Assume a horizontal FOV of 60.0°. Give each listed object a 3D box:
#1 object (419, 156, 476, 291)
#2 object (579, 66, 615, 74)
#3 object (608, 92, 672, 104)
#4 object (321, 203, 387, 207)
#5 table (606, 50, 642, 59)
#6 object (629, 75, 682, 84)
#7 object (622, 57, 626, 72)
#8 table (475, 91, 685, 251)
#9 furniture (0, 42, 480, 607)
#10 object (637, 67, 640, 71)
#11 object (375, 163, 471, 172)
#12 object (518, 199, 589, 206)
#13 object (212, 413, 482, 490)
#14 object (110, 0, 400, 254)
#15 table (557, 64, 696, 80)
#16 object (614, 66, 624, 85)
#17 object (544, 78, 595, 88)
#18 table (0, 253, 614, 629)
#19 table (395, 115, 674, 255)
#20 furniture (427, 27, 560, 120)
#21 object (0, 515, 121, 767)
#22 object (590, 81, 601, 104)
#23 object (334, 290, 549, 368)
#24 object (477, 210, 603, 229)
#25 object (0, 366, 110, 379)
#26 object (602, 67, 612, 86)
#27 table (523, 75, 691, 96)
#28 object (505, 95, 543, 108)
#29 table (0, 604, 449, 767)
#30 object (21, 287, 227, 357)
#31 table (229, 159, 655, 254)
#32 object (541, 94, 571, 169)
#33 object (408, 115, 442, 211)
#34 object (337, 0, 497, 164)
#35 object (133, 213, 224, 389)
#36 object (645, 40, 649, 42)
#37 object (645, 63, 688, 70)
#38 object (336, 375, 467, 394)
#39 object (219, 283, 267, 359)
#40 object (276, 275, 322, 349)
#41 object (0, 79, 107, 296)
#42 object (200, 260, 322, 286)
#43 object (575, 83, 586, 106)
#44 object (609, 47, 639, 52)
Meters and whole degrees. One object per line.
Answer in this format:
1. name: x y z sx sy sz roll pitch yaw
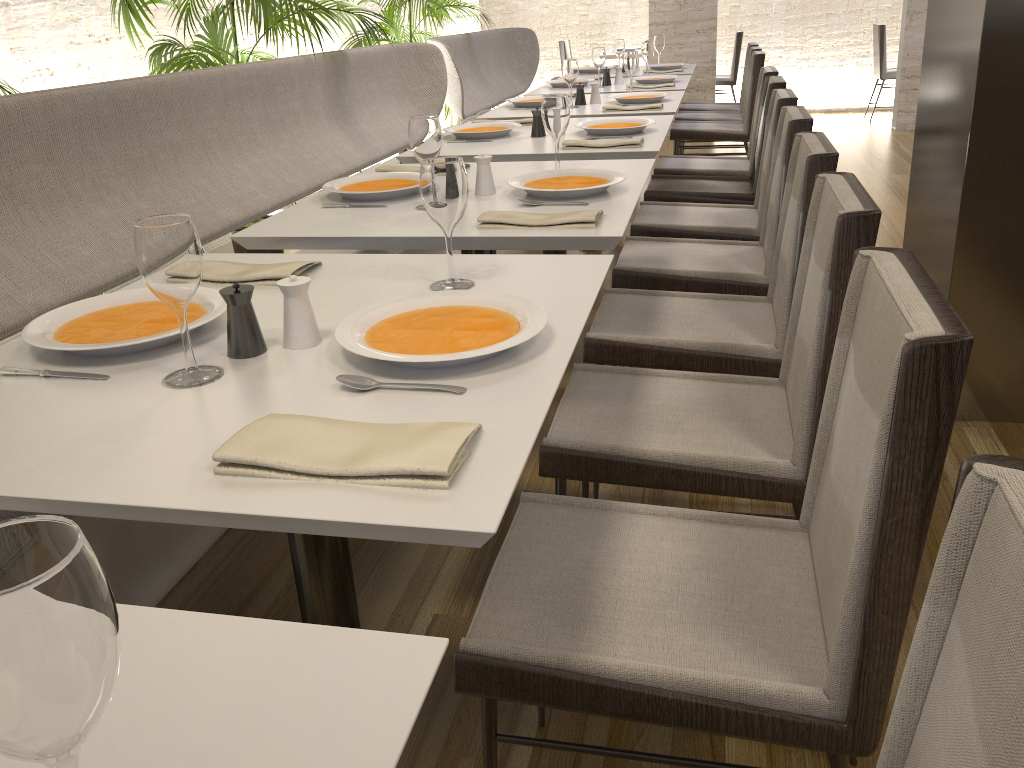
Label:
1. object: -0.116 -0.285 1.584 0.086 0.227 0.087 4 22 19
2. object: 0.612 -2.350 6.637 0.324 0.035 0.324 -21 28 -35
3. object: 0.646 -1.443 4.477 0.324 0.035 0.324 -21 28 -35
4. object: -0.419 -0.476 2.357 0.185 0.010 0.017 2 23 13
5. table: 1.458 -3.115 9.339 0.936 0.749 1.025 2 23 13
6. object: 0.887 -1.879 5.479 0.324 0.035 0.324 -21 28 -35
7. object: 0.833 -2.351 6.506 0.060 0.108 0.060 -21 27 -37
8. table: 0.410 -1.090 4.679 0.936 0.749 1.025 2 23 13
9. furniture: -0.742 -0.533 3.089 0.709 1.082 4.538 2 23 13
10. object: 0.911 -2.366 6.532 0.060 0.108 0.060 -21 27 -37
11. object: -0.283 -0.686 2.828 0.273 0.032 0.144 2 23 13
12. object: 0.104 -0.458 2.235 0.181 0.015 0.039 3 23 14
13. object: -0.184 0.070 1.019 0.273 0.032 0.144 2 23 13
14. object: -1.252 -1.424 4.189 1.152 1.947 1.198 -18 26 -33
15. table: 0.899 -1.977 6.717 0.936 0.749 1.025 2 23 13
16. object: 0.663 -1.915 5.497 0.060 0.108 0.060 -21 27 -37
17. object: 0.363 -1.900 5.601 0.324 0.035 0.324 -21 28 -35
18. table: -0.341 0.274 1.544 0.936 0.749 1.025 2 23 13
19. table: 0.167 -0.648 3.663 0.936 0.749 1.025 2 23 13
20. furniture: 0.059 -1.986 6.428 0.707 1.082 2.620 2 23 13
21. object: -0.244 0.189 0.475 0.086 0.227 0.087 -17 25 -31
22. object: 0.423 -1.479 4.495 0.060 0.108 0.060 -21 27 -37
23. object: -0.105 -0.078 1.343 0.322 0.035 0.326 -5 23 -3
24. object: 0.069 -0.389 2.074 0.273 0.032 0.144 2 23 13
25. object: -0.672 -0.017 1.302 0.185 0.010 0.017 2 23 13
26. object: 0.585 -1.900 5.471 0.060 0.108 0.060 -21 27 -37
27. table: 0.651 -1.527 5.681 0.936 0.749 1.025 2 23 13
28. object: 0.123 -1.463 4.599 0.324 0.035 0.324 -21 28 -35
29. table: -0.594 0.734 0.487 0.936 0.749 1.025 2 23 13
30. object: -0.628 -0.099 1.465 0.322 0.035 0.326 -5 23 -3
31. table: -0.088 -0.185 2.599 0.936 0.749 1.025 2 23 13
32. object: 0.132 -0.734 2.616 0.086 0.227 0.087 -17 25 -31
33. object: -0.215 -0.564 2.261 0.086 0.227 0.087 -17 25 -31
34. object: -0.700 -2.397 6.423 1.145 1.947 1.204 -5 22 -5
35. object: -0.463 -0.115 1.229 0.087 0.227 0.087 -14 24 -26
36. object: 1.392 -3.488 9.129 0.059 0.108 0.060 3 22 15
37. object: 1.135 -2.330 6.515 0.324 0.035 0.324 -21 28 -35
38. object: -0.149 0.001 1.180 0.181 0.015 0.039 3 23 14
39. object: -0.407 -0.099 1.334 0.059 0.108 0.060 -1 22 5
40. object: -0.329 -0.114 1.360 0.059 0.108 0.060 -1 22 5
41. object: -1.688 -0.629 2.362 1.152 1.947 1.198 16 29 41
42. object: -0.536 -0.227 1.773 0.273 0.032 0.144 2 23 13
43. object: 0.344 -1.464 4.469 0.060 0.108 0.060 -21 27 -37
44. object: 1.171 -3.488 9.259 0.324 0.035 0.324 -22 29 -37
